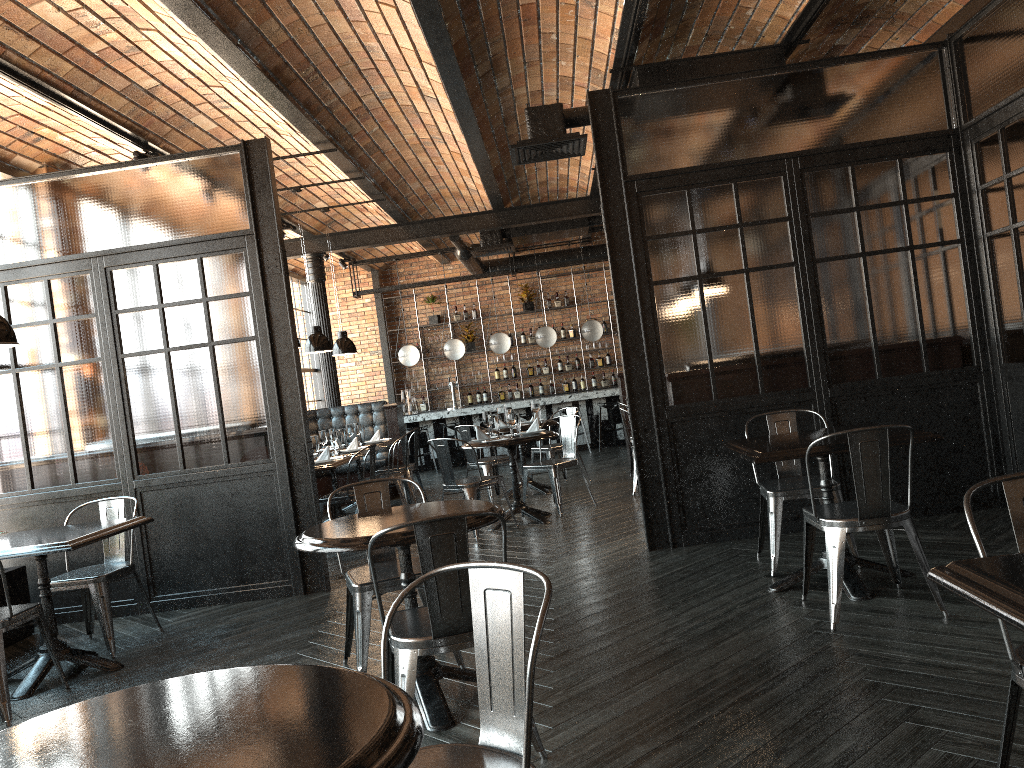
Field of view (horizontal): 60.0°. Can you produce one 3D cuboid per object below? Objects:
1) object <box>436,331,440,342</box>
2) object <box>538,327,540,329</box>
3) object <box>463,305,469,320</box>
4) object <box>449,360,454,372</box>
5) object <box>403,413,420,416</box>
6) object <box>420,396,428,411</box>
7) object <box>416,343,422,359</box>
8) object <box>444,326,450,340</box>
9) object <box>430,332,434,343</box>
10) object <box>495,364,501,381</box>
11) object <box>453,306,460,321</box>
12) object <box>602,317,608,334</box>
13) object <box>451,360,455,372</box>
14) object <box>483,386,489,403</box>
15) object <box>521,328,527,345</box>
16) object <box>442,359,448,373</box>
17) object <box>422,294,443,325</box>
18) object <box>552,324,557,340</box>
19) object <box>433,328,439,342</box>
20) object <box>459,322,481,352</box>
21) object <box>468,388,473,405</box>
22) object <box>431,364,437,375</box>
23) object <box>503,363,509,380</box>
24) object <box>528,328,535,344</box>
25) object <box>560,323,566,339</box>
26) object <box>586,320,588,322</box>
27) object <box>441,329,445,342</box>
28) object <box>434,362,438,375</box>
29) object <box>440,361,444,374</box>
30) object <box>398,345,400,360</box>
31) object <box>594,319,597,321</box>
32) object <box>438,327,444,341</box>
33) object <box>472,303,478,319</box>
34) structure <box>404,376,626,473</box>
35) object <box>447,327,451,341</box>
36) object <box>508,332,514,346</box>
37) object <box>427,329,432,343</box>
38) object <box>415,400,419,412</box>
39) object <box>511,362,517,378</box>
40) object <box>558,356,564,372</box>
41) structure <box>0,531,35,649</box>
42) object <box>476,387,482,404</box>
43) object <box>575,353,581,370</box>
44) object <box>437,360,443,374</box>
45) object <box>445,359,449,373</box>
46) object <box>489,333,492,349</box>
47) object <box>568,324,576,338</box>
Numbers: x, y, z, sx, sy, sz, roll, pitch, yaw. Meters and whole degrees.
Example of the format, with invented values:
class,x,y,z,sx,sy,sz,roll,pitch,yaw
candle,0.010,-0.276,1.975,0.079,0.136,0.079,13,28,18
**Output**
class,x,y,z,sx,sy,sz,roll,pitch,yaw
object,-1.353,-0.876,15.959,0.092,0.244,0.092,-8,0,9
object,0.502,-0.877,15.789,0.083,0.282,0.083,-8,0,3
object,-0.834,-1.277,15.854,0.083,0.282,0.083,-8,0,-12
object,-1.085,-0.333,15.787,0.092,0.244,0.092,-8,0,9
object,-1.633,0.493,14.209,0.273,0.019,0.437,-8,0,3
object,-1.578,0.346,15.898,0.123,0.279,0.123,-8,0,17
object,-1.683,-0.594,15.909,0.086,0.299,0.086,-8,0,-38
object,-1.161,-0.901,15.784,0.092,0.244,0.092,-8,0,9
object,-1.462,-0.862,15.965,0.092,0.244,0.092,-8,0,9
object,-0.262,-0.206,15.843,0.086,0.299,0.086,-8,0,-38
object,-0.990,-1.253,15.863,0.123,0.279,0.123,-8,0,-8
object,1.642,-1.037,15.732,0.086,0.297,0.086,-8,0,-38
object,-1.076,-0.335,15.951,0.092,0.244,0.092,-8,0,9
object,-0.477,0.188,15.861,0.086,0.298,0.086,-8,0,-38
object,0.203,-0.845,15.813,0.086,0.298,0.086,-8,0,-38
object,-1.187,-0.319,15.792,0.092,0.244,0.092,-8,0,9
object,-1.413,-1.336,15.909,0.377,0.554,0.422,-8,0,-9
object,0.745,-0.918,15.780,0.086,0.299,0.086,-8,0,-38
object,-1.361,-0.874,15.794,0.092,0.244,0.092,-8,0,9
object,-0.753,-0.831,15.827,0.430,0.526,0.425,-8,0,15
object,-0.750,0.226,15.874,0.086,0.299,0.086,-8,0,-38
object,-1.394,-0.292,15.803,0.092,0.244,0.092,-8,0,9
object,-0.117,-0.227,15.861,0.086,0.298,0.086,-8,0,-38
object,0.343,-0.853,15.784,0.123,0.279,0.123,-8,0,-8
object,0.909,-0.940,15.799,0.086,0.298,0.086,-8,0,-38
object,1.347,-0.997,15.750,0.086,0.299,0.086,-8,0,-38
object,-1.255,-0.889,15.954,0.092,0.244,0.092,-8,0,9
object,-1.386,-0.294,15.968,0.092,0.244,0.092,-8,0,9
object,-1.277,-0.308,15.962,0.092,0.244,0.092,-8,0,9
object,-2.012,-0.550,15.955,0.086,0.298,0.086,-8,0,-38
object,1.493,-1.006,15.723,0.123,0.279,0.123,-8,0,12
object,-1.263,-0.887,15.789,0.092,0.244,0.092,-8,0,9
object,-0.670,-1.299,15.845,0.083,0.282,0.083,-8,0,18
structure,0.822,0.359,14.608,5.346,1.430,1.930,-8,0,3
object,-1.152,-0.903,15.948,0.092,0.244,0.092,-8,0,9
object,-0.029,-0.813,15.831,0.086,0.298,0.086,-8,0,-38
object,-1.470,-0.860,15.800,0.092,0.244,0.092,-8,0,9
object,-1.736,0.356,15.895,0.086,0.297,0.086,-7,0,37
object,0.032,-0.246,15.825,0.086,0.297,0.086,-8,0,-38
object,0.859,-0.357,15.785,0.086,0.298,0.086,-8,0,-38
structure,-3.585,1.192,2.803,0.783,1.072,6.265,-8,0,3
object,-0.593,0.203,15.891,0.086,0.298,0.086,-8,0,-38
object,1.166,-0.398,15.764,0.086,0.299,0.086,-8,0,-38
object,-1.285,-0.306,15.797,0.092,0.244,0.092,-8,0,9
object,-1.179,-0.322,15.957,0.092,0.244,0.092,-8,0,9
object,-0.357,-0.762,15.835,0.083,0.282,0.083,-8,0,-12
object,1.069,-0.934,15.759,0.151,0.248,0.094,-7,0,32
